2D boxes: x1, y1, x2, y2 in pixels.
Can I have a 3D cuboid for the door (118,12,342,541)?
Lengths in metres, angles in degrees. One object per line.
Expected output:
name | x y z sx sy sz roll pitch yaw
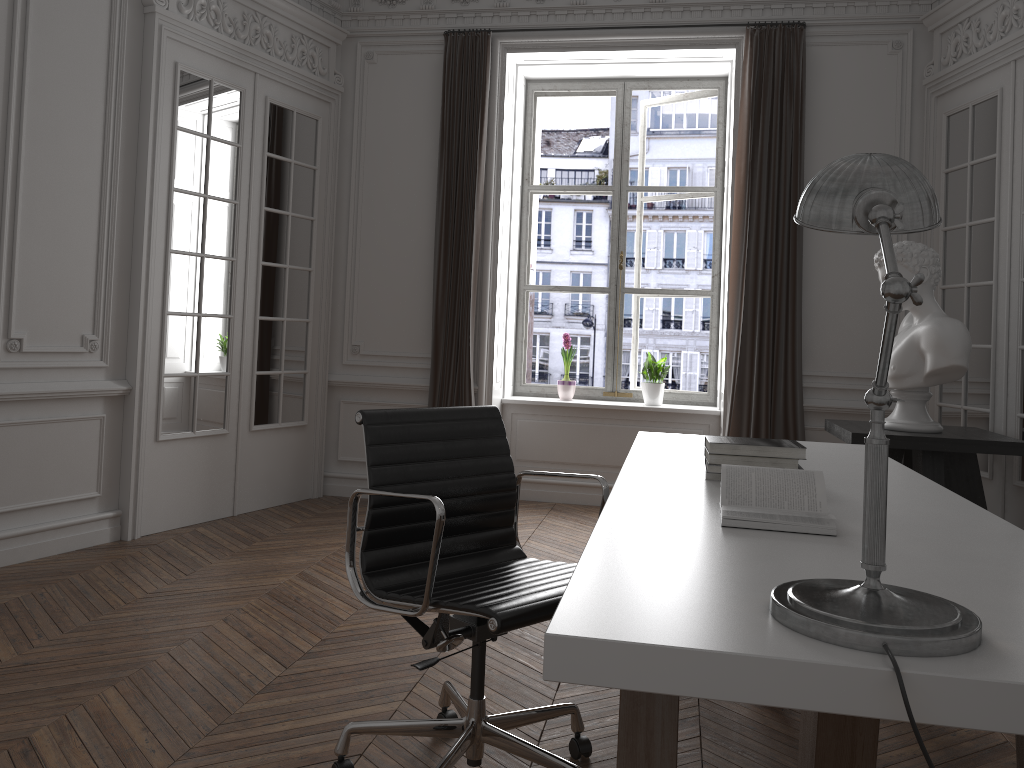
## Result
door | -1.594 -0.583 5.259 0.086 2.742 1.561 2 -1 26

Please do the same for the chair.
chair | -0.045 0.544 2.179 0.668 0.925 0.692 2 0 37

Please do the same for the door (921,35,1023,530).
door | 2.526 -0.372 4.475 0.086 2.742 1.563 2 0 -5

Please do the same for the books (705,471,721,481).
books | 0.672 0.256 2.504 0.242 0.023 0.191 3 3 13

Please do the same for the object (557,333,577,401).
object | 0.390 -0.124 6.233 0.128 0.477 0.129 3 -1 -29

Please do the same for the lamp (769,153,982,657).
lamp | 0.525 -0.024 1.312 0.269 0.701 0.487 2 0 11

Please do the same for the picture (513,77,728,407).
picture | 0.194 -1.201 2.694 13.202 4.813 13.237 2 3 3

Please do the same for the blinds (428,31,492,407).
blinds | -0.378 -0.759 5.688 0.581 3.110 0.309 2 -2 16

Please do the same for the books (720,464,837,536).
books | 0.570 0.244 1.926 0.226 0.096 0.279 3 3 13

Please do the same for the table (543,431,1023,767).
table | 0.711 0.654 2.307 0.901 0.750 2.621 3 3 11

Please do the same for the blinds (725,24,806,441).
blinds | 1.514 -0.660 5.290 0.778 3.109 0.341 2 -2 5

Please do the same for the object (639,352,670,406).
object | 0.982 -0.040 6.078 0.215 0.370 0.284 2 0 -11

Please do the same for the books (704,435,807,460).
books | 0.682 0.178 2.498 0.259 0.032 0.191 3 3 9

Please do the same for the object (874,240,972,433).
object | 1.958 -0.237 4.288 0.393 0.926 0.633 2 0 11

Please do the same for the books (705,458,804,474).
books | 0.679 0.234 2.494 0.259 0.023 0.212 3 3 11

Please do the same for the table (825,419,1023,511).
table | 1.974 0.599 4.308 0.768 0.751 0.767 3 1 11

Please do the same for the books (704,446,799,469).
books | 0.672 0.208 2.500 0.239 0.028 0.191 3 3 9
